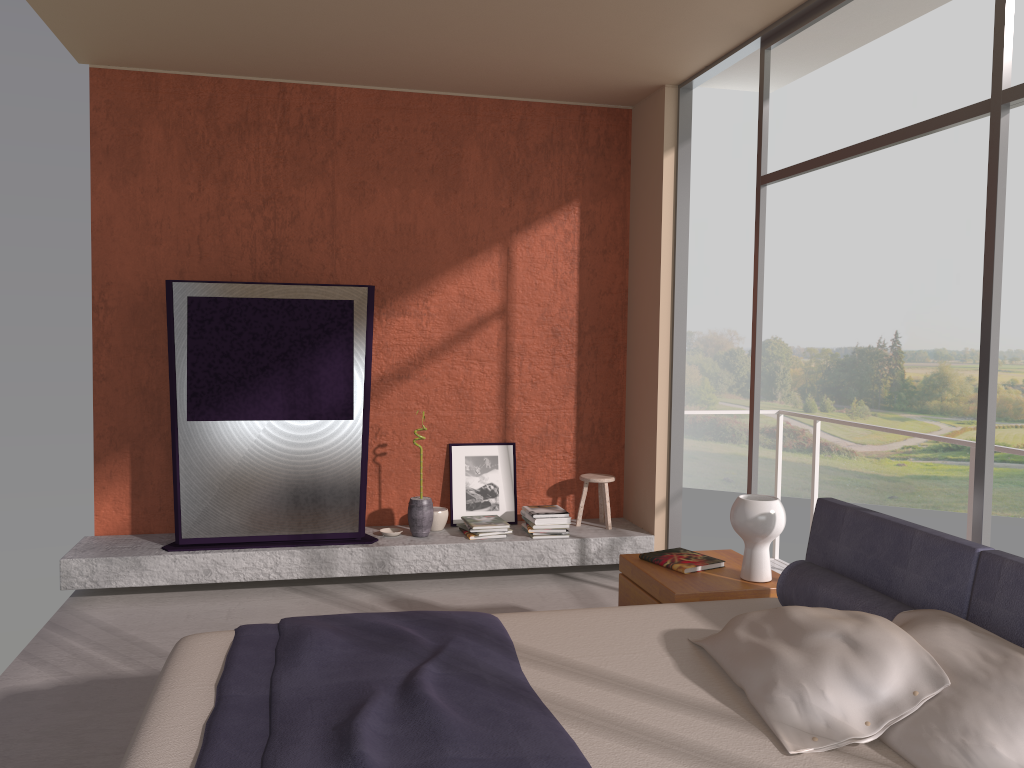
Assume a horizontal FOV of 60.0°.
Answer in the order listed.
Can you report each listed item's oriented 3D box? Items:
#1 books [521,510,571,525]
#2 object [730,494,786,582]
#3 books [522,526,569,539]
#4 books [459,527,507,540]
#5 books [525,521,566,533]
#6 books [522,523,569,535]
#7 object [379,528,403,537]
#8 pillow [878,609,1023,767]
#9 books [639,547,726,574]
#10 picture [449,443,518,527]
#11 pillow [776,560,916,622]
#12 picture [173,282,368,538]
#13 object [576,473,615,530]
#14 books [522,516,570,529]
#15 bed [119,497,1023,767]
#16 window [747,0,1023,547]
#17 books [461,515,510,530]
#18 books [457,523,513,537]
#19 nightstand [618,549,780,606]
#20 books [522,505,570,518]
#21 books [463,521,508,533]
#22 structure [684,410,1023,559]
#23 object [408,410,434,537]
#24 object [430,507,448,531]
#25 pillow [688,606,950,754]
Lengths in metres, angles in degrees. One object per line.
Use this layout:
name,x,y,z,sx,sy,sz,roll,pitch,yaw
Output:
books,0.220,0.867,5.804,0.247,0.038,0.319,0,3,-16
object,1.015,0.638,3.671,0.224,0.338,0.224,1,3,-2
books,0.218,0.966,5.810,0.247,0.018,0.328,0,3,-12
books,-0.190,0.960,5.741,0.247,0.025,0.287,0,3,-17
books,0.220,0.928,5.789,0.247,0.025,0.287,1,3,-3
books,0.217,0.948,5.815,0.247,0.018,0.287,0,3,-14
object,-0.773,0.956,5.675,0.152,0.040,0.152,2,3,22
pillow,1.094,0.788,2.250,0.400,0.265,0.791,0,3,-10
books,0.750,0.779,3.919,0.247,0.025,0.287,-1,4,-33
picture,-0.194,0.679,6.018,0.458,0.550,0.117,0,3,-13
pillow,1.227,0.782,2.562,0.205,0.201,1.470,0,3,-13
picture,-1.438,0.154,5.320,1.129,1.496,0.126,0,3,-13
object,0.590,0.799,6.031,0.257,0.349,0.260,-2,4,-44
books,0.219,0.900,5.806,0.247,0.027,0.328,0,3,-12
bed,0.217,0.957,2.348,2.462,0.959,2.017,0,3,-13
window,1.998,-0.077,1.841,0.075,3.133,6.106,0,3,-13
books,-0.174,0.894,5.740,0.247,0.018,0.328,0,3,-16
books,-0.179,0.936,5.751,0.247,0.018,0.328,-1,4,-29
nightstand,0.833,1.076,3.841,0.562,0.556,0.628,0,3,-13
books,0.219,0.835,5.808,0.247,0.025,0.287,0,3,-14
books,-0.172,0.915,5.737,0.247,0.025,0.287,0,3,-11
structure,2.329,0.895,2.176,0.728,1.005,7.689,0,3,-13
object,-0.579,0.567,5.641,0.165,0.810,0.165,1,3,10
object,-0.511,0.893,5.851,0.179,0.137,0.180,1,3,-1
pillow,0.833,0.776,2.556,0.431,0.264,0.869,1,3,-6
